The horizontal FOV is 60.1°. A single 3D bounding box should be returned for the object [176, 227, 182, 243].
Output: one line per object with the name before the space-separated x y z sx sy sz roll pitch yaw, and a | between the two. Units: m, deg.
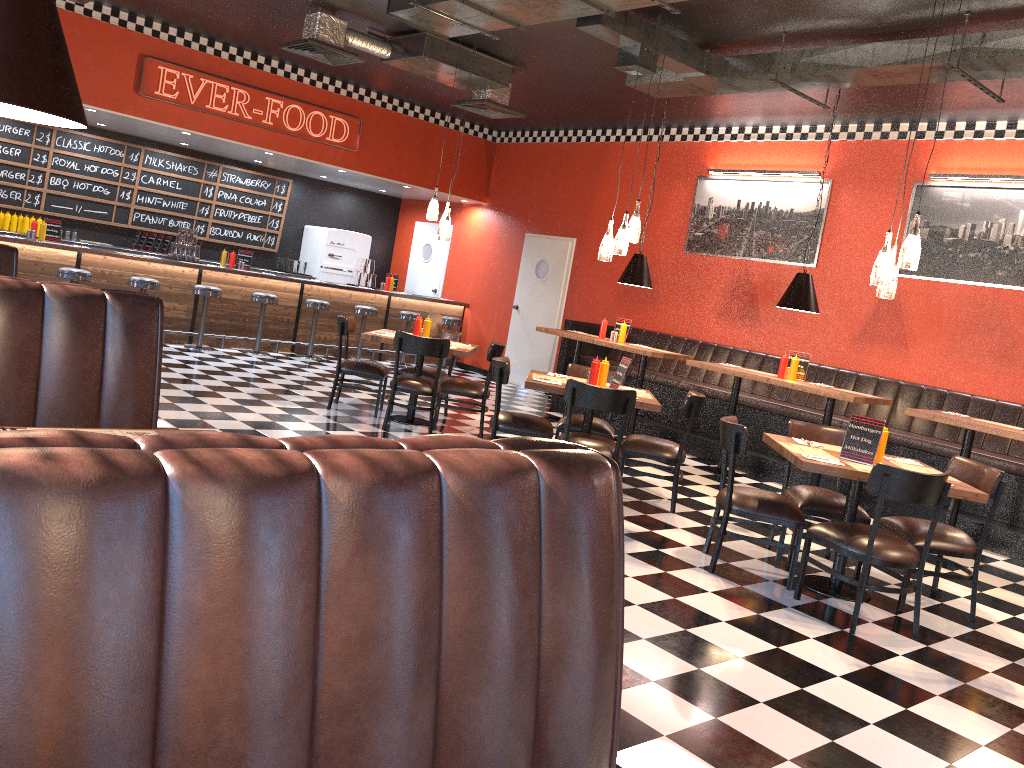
object | -4.193 -1.881 11.213 0.105 0.208 0.106 10 4 3

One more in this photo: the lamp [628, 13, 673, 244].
lamp | 1.052 -2.013 6.514 0.109 1.959 0.108 11 4 20

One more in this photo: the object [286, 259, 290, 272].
object | -3.433 -1.818 13.680 0.105 0.208 0.106 10 4 3

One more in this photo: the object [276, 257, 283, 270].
object | -3.652 -1.880 13.897 0.105 0.208 0.106 10 4 3

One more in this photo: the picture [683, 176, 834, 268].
picture | 2.738 -1.871 10.046 0.023 0.937 1.780 6 7 -42

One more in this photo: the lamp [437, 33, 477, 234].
lamp | -0.479 -2.357 8.214 0.109 1.959 0.108 13 5 35

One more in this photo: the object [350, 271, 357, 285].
object | -2.316 -1.547 12.977 0.105 0.208 0.106 10 4 3

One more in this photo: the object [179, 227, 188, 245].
object | -4.131 -1.862 11.149 0.105 0.208 0.106 10 4 3

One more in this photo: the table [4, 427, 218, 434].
table | -1.385 0.587 2.109 1.688 0.771 0.962 4 8 -42

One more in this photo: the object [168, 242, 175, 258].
object | -4.286 -1.683 11.202 0.105 0.208 0.106 10 4 3

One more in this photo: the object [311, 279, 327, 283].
object | -2.666 -1.420 12.200 0.157 0.019 0.256 4 9 -41

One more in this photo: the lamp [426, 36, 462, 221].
lamp | -0.584 -2.484 8.171 0.109 1.959 0.108 13 5 39

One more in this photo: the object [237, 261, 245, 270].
object | -3.545 -1.562 11.608 0.094 0.135 0.047 10 4 8

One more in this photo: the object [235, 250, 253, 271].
object | -3.538 -1.635 11.710 0.188 0.256 0.072 9 4 -7

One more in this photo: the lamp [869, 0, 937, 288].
lamp | 2.239 -1.514 4.936 0.109 1.959 0.108 12 5 30

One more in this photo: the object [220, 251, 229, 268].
object | -3.699 -1.602 11.393 0.105 0.208 0.106 10 4 3

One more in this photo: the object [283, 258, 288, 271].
object | -3.536 -1.856 13.860 0.105 0.208 0.106 10 4 3

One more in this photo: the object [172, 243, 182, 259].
object | -4.204 -1.660 11.129 0.105 0.208 0.106 10 4 3

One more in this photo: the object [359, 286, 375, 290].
object | -2.098 -1.381 12.716 0.256 0.019 0.157 16 9 43

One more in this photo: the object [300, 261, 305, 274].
object | -3.266 -1.807 13.835 0.105 0.208 0.106 10 4 3

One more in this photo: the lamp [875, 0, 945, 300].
lamp | 2.311 -1.453 5.032 0.108 1.959 0.109 7 5 -30

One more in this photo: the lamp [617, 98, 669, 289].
lamp | 1.471 -2.043 9.304 0.382 2.038 0.383 10 4 -1

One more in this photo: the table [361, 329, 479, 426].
table | -0.887 -0.031 8.265 0.957 0.771 0.963 10 5 3

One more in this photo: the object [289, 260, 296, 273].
object | -3.372 -1.797 13.591 0.105 0.208 0.106 10 4 3

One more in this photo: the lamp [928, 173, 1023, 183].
lamp | 4.516 -1.859 8.034 0.081 0.056 1.453 5 8 -42

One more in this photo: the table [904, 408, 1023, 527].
table | 3.747 0.858 6.455 0.694 0.996 1.702 6 7 -42

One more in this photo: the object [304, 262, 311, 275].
object | -3.186 -1.784 13.754 0.105 0.208 0.106 10 4 3

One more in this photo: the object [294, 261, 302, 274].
object | -3.314 -1.800 13.708 0.105 0.208 0.106 10 4 3

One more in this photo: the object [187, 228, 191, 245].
object | -4.113 -1.876 11.298 0.105 0.208 0.106 10 4 3

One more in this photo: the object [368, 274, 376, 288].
object | -2.050 -1.509 13.045 0.105 0.208 0.106 10 4 3

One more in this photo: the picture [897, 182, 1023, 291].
picture | 4.455 -1.352 8.086 0.023 0.937 1.780 6 7 -42

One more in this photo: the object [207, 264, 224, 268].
object | -3.751 -1.493 11.207 0.256 0.019 0.157 16 9 43

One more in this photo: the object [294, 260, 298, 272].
object | -3.393 -1.848 14.007 0.105 0.208 0.106 10 4 3

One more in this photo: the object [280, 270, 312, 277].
object | -3.345 -1.712 13.737 0.436 0.018 0.274 4 9 -42

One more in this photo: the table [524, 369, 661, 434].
table | 0.529 0.395 6.671 0.960 0.771 0.960 10 5 3

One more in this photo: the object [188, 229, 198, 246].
object | -4.036 -1.854 11.219 0.105 0.208 0.106 10 4 3

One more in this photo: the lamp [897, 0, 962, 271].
lamp | 2.358 -1.598 4.847 0.108 1.959 0.109 10 4 5

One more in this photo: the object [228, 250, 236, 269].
object | -3.658 -1.632 11.588 0.067 0.237 0.068 7 5 -29

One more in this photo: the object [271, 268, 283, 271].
object | -3.548 -1.772 13.957 0.436 0.018 0.274 4 9 -42

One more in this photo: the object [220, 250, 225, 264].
object | -3.757 -1.644 11.542 0.067 0.237 0.068 7 5 -29

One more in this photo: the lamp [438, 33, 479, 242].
lamp | -0.462 -2.281 8.099 0.108 1.959 0.109 10 4 5

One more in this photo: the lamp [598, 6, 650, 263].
lamp | 0.851 -1.872 6.505 0.108 1.959 0.109 7 5 -30

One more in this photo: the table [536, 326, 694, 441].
table | 0.996 0.026 9.594 0.694 0.996 1.702 6 7 -42

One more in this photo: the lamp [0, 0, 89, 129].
lamp | -0.999 -1.627 1.942 0.383 2.038 0.381 12 5 29

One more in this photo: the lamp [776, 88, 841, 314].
lamp | 2.731 -1.662 7.866 0.382 2.038 0.383 10 4 -1

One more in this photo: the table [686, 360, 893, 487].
table | 2.375 0.443 8.021 0.694 0.996 1.702 6 7 -42

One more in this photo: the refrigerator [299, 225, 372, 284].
refrigerator | -2.908 -1.587 14.243 0.801 1.798 0.854 6 6 -42

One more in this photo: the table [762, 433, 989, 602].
table | 1.965 0.819 5.121 0.960 0.771 0.960 10 5 3

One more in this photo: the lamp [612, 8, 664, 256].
lamp | 0.951 -1.906 6.420 0.108 1.959 0.109 10 4 0

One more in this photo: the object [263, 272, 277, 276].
object | -3.198 -1.451 11.671 0.157 0.019 0.256 7 7 -26

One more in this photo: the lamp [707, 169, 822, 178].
lamp | 2.813 -2.375 9.978 0.081 0.056 1.453 5 8 -42
